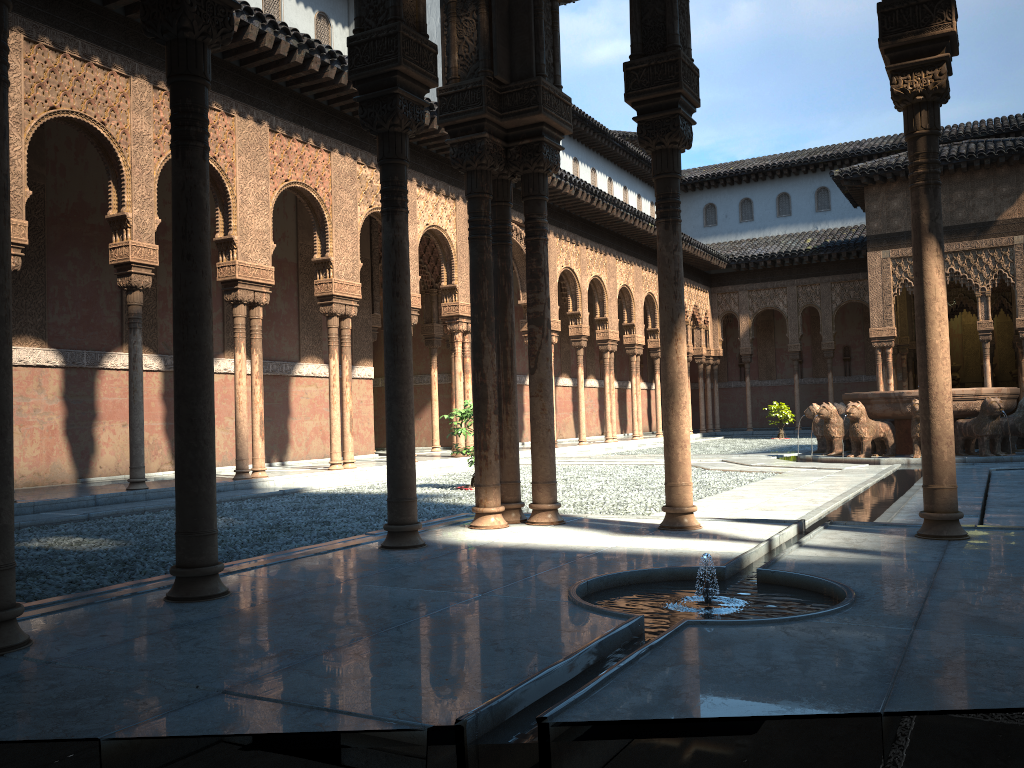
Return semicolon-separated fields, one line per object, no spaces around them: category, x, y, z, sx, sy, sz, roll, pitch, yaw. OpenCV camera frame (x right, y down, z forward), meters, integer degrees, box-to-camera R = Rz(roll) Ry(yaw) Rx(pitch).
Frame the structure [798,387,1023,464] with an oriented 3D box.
structure;7.645;0.467;16.262;4.508;1.991;4.508;-3;-3;29
